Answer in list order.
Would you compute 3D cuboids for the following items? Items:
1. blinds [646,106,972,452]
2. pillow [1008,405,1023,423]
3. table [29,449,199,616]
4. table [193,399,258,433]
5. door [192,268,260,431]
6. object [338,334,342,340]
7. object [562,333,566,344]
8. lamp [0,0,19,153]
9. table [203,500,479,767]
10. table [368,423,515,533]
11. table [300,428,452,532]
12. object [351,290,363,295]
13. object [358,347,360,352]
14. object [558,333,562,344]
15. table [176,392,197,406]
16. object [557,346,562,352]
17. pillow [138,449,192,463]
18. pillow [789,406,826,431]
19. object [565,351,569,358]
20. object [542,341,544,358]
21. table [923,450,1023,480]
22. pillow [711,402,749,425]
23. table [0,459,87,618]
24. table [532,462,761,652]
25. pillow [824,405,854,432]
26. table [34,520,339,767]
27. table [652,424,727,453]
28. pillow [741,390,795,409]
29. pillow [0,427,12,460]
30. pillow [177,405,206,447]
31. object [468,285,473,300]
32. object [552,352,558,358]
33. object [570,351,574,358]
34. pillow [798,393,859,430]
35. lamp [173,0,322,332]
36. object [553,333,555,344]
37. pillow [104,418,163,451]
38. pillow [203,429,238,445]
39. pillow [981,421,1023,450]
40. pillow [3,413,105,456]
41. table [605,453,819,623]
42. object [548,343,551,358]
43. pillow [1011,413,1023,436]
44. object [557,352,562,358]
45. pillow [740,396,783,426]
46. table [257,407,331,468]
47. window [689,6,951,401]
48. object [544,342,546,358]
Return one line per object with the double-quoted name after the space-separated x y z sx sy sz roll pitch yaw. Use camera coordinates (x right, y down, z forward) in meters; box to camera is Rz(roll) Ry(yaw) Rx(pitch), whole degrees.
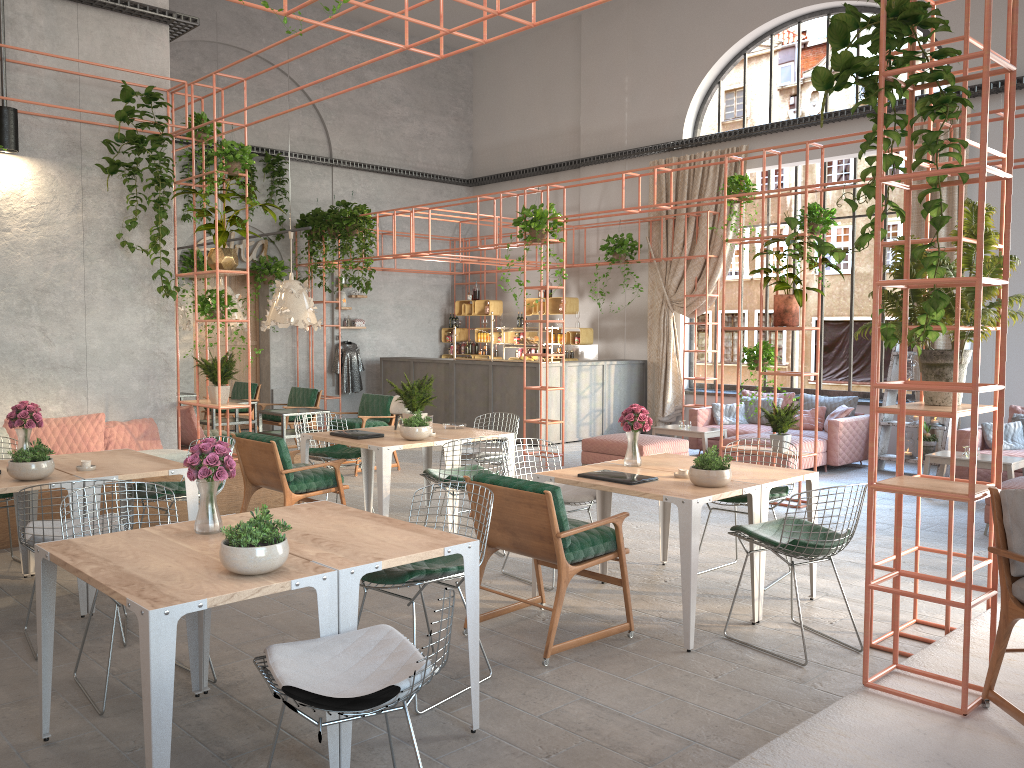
3.905 -1.358 12.798 0.414 4.389 4.957 -3 5 -42 "blinds"
5.994 0.497 9.949 0.276 0.474 0.839 -3 5 -43 "pillow"
-2.687 0.934 5.932 0.694 0.830 1.214 -3 5 -44 "table"
-3.738 0.627 11.576 0.635 0.798 0.602 -3 5 -44 "table"
-5.070 -0.583 15.142 1.360 2.729 0.551 -3 5 -44 "door"
-3.099 -0.846 15.952 0.093 0.121 0.049 -3 5 -41 "object"
0.887 -0.773 15.164 0.069 0.191 0.069 -2 4 -26 "object"
-4.274 -2.687 7.464 0.179 1.425 0.185 -3 5 -44 "lamp"
-0.802 1.057 3.954 0.694 0.830 1.214 -3 5 -44 "table"
-0.643 0.823 7.876 0.694 0.830 1.214 -3 5 -44 "table"
-1.145 0.850 7.393 0.694 0.830 1.205 -3 5 -44 "table"
-2.813 -1.659 16.112 0.263 0.101 0.013 -3 5 -44 "object"
-2.803 -0.609 16.260 0.033 0.146 0.070 1 4 18 "object"
0.824 -0.778 15.230 0.069 0.191 0.069 0 3 -8 "object"
-4.948 0.548 12.844 0.635 0.798 0.602 -3 5 -44 "table"
0.845 -0.604 15.339 0.115 0.107 0.115 1 4 13 "object"
-3.276 0.686 8.072 0.637 0.149 0.491 -3 5 -43 "pillow"
3.897 0.452 11.747 0.479 0.317 0.441 2 4 28 "pillow"
0.938 -0.505 15.236 0.073 0.131 0.073 3 4 39 "object"
0.530 -0.607 15.574 0.066 0.291 0.066 2 4 31 "object"
4.770 0.970 9.125 0.520 0.455 0.916 -3 5 -44 "table"
3.057 0.426 12.380 0.500 0.324 0.307 0 3 -8 "pillow"
-3.189 0.961 5.450 0.694 0.830 1.205 -3 5 -44 "table"
0.788 0.988 5.394 0.694 0.830 1.205 -3 5 -44 "table"
4.169 0.455 11.382 0.308 0.349 0.495 1 3 6 "pillow"
-1.303 1.084 3.473 0.694 0.830 1.205 -3 5 -44 "table"
2.332 0.807 11.680 0.520 0.455 0.916 -3 5 -44 "table"
3.556 0.338 12.504 0.276 0.474 0.839 -3 5 -43 "pillow"
-4.530 0.583 7.425 0.289 0.385 0.666 3 5 42 "pillow"
-3.494 0.430 9.249 0.839 0.474 0.276 3 4 37 "pillow"
-0.788 -1.758 17.146 0.134 0.301 0.134 3 4 35 "object"
0.751 -0.500 15.348 0.115 0.107 0.115 3 5 43 "object"
1.038 -0.511 15.339 0.073 0.131 0.073 3 4 39 "object"
4.173 0.382 11.842 0.273 0.476 0.836 -3 5 -43 "pillow"
-3.769 -2.703 11.403 0.704 4.052 4.456 -3 5 -44 "lamp"
0.711 -0.785 15.348 0.069 0.191 0.069 -2 4 -32 "object"
-3.601 0.532 8.307 0.289 0.385 0.666 3 5 42 "pillow"
-3.263 0.593 9.628 0.491 0.149 0.637 -3 5 -43 "pillow"
5.495 0.585 9.825 0.500 0.324 0.307 0 3 -8 "pillow"
-4.052 0.511 7.845 0.839 0.474 0.276 -1 4 -23 "pillow"
1.290 0.960 5.877 0.694 0.830 1.214 -3 5 -44 "table"
0.648 -0.613 15.698 0.074 0.287 0.072 -1 3 -12 "object"
5.876 0.535 9.858 0.289 0.385 0.666 -3 5 -43 "pillow"
0.841 -0.494 15.254 0.115 0.107 0.115 1 4 13 "object"
3.438 0.375 12.413 0.289 0.385 0.666 -3 5 -43 "pillow"
-2.528 0.706 10.308 0.635 0.798 0.602 -3 5 -44 "table"
4.370 -2.609 13.003 0.089 5.538 4.127 -3 5 -44 "window"
0.591 -0.606 15.640 0.065 0.280 0.065 0 3 0 "object"
